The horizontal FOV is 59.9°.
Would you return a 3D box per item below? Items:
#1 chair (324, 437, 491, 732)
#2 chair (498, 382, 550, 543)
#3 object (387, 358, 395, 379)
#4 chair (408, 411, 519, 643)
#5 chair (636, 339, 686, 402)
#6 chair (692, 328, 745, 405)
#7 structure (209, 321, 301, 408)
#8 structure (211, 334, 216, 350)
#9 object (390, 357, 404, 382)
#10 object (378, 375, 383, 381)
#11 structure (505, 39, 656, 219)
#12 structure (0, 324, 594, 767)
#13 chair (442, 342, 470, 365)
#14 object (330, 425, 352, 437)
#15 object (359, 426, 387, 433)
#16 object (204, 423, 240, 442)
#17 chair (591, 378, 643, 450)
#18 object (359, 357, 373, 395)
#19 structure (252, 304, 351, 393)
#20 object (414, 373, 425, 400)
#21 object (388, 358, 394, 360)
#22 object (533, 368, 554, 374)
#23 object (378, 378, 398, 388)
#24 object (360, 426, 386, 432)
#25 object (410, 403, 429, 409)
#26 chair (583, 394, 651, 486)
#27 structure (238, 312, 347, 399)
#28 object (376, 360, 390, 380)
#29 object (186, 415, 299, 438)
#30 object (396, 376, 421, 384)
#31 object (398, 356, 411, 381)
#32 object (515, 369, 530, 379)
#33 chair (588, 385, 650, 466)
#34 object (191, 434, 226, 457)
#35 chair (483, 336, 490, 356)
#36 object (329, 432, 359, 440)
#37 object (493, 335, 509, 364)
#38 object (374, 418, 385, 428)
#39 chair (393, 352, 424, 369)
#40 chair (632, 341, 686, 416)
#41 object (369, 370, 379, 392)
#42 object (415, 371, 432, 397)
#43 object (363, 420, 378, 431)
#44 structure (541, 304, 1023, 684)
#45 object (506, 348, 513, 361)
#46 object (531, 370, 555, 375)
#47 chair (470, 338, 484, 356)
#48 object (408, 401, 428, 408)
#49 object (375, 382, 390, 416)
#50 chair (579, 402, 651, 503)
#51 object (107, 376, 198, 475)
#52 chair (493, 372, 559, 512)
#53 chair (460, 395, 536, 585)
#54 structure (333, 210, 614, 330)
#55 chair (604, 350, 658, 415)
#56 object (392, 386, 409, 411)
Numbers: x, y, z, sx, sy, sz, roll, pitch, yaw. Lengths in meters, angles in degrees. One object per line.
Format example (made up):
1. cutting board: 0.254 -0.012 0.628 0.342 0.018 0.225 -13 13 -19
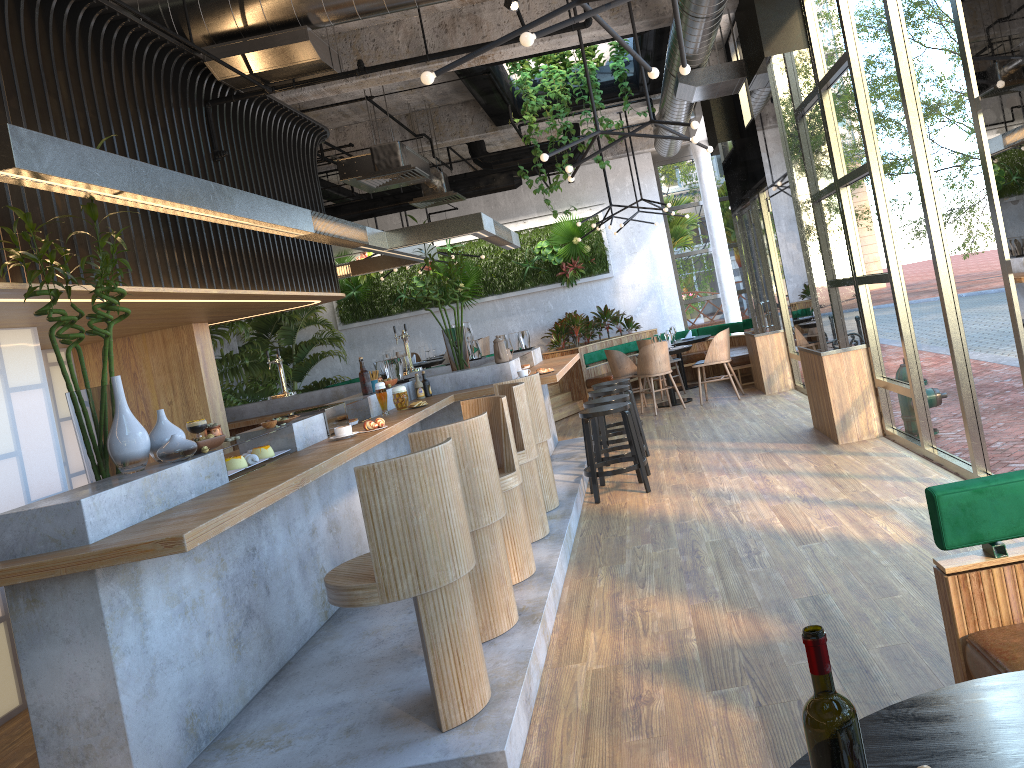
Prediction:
1. chair: -0.406 0.735 3.316 0.533 0.967 0.562 -11 1 16
2. chair: -0.098 0.518 5.691 0.576 0.967 0.520 -12 1 -34
3. object: -0.988 -0.108 7.440 0.100 0.209 0.111 -10 1 40
4. chair: -0.296 0.660 4.125 0.567 0.967 0.528 -11 1 -19
5. chair: 2.182 -0.244 13.201 0.588 0.922 0.471 -12 1 -40
6. chair: 2.674 -0.238 11.670 0.539 0.922 0.515 -11 1 20
7. structure: -3.852 -0.297 10.938 2.038 3.127 2.981 -11 2 18
8. structure: -4.261 -0.052 10.522 1.342 2.972 1.535 -11 1 14
9. object: -0.943 -0.108 7.317 0.111 0.209 0.100 -12 1 -40
10. object: -1.030 -0.023 7.046 0.162 0.106 0.085 -13 3 -39
11. structure: 0.404 -3.110 10.352 1.525 2.342 3.144 -10 3 42
12. structure: -2.556 0.713 6.397 5.805 1.727 7.198 -11 4 6
13. chair: -0.758 -0.101 12.406 0.473 0.922 0.586 -10 1 36
14. object: -0.962 0.270 4.962 0.136 0.064 0.108 -12 3 -15
15. object: -0.805 0.264 5.145 0.162 0.005 0.172 -10 4 18
16. object: -1.402 0.232 4.281 0.162 0.106 0.085 -13 3 -39
17. chair: 1.110 0.324 9.408 0.498 0.695 0.532 -11 2 19
18. object: -1.067 -0.060 6.412 0.071 0.276 0.079 -11 1 42
19. structure: -3.530 -0.510 14.676 1.897 3.250 1.627 -11 1 3
20. object: -0.750 0.018 7.142 0.073 0.209 0.067 -11 1 -27
21. object: -1.020 -0.110 7.562 0.111 0.209 0.100 -12 1 -40
22. object: 0.254 -0.110 7.335 0.162 0.052 0.154 -14 4 -40
23. object: -0.995 0.001 6.835 0.187 0.073 0.235 -9 4 26
24. object: -0.804 0.261 5.149 0.116 0.005 0.127 -7 5 45
25. object: -0.660 0.158 6.262 0.156 0.013 0.144 -13 4 -23
26. chair: 0.892 0.473 7.789 0.520 0.695 0.510 -11 1 -4
27. structure: -3.774 -0.542 14.290 1.409 3.354 2.090 -11 1 21
28. object: -1.057 -0.086 7.315 0.111 0.209 0.100 -12 1 -40
29. object: -1.335 0.188 4.534 0.207 0.134 0.820 -10 4 14
30. object: -0.944 -0.019 7.435 0.271 0.018 0.442 -11 4 7
31. object: -0.916 -0.129 7.546 0.111 0.209 0.100 -12 1 -40
32. object: 0.196 -0.101 7.194 0.173 0.073 0.439 -8 5 41
33. chair: 1.014 0.390 8.697 0.522 0.695 0.508 -11 1 -6
34. object: -1.389 0.271 3.908 0.187 0.073 0.235 -9 4 26
35. chair: -0.558 -0.302 14.861 0.553 0.922 0.502 -11 1 5
36. object: -0.936 0.294 4.960 0.160 0.020 0.161 -11 4 2
37. object: -0.099 -0.291 7.398 0.123 0.234 0.206 -12 2 -25
38. object: -0.772 0.227 5.155 0.061 0.059 0.074 -11 2 -3
39. chair: -1.432 0.019 12.575 0.512 0.922 0.542 -11 1 -14
40. chair: 1.906 -0.091 11.702 0.512 0.922 0.542 -11 1 -14
41. object: -1.029 -0.020 6.579 0.102 0.161 0.108 -10 2 40
42. object: -0.732 0.007 7.214 0.067 0.214 0.171 -11 2 32
43. object: -0.826 0.238 5.142 0.073 0.059 0.126 -12 3 -24
44. structure: -0.318 0.437 5.406 5.982 1.546 20.325 -11 4 8
45. object: -0.041 -0.258 7.597 0.098 0.119 0.089 -11 2 14
46. object: 0.260 -0.092 7.327 0.195 0.013 0.217 -8 5 42
47. chair: -0.627 -0.213 13.711 0.574 0.922 0.484 -11 1 -15
48. object: -0.665 0.144 6.261 0.092 0.041 0.149 -8 4 39
49. object: -0.889 0.102 6.096 0.071 0.232 0.079 -11 1 38
50. chair: 0.805 0.533 7.141 0.515 0.695 0.515 -11 1 1
51. object: -1.517 0.149 3.669 0.333 0.397 0.303 -12 2 -36
52. chair: 0.018 0.445 6.460 0.577 0.967 0.519 -12 1 -37
53. chair: -0.211 0.594 4.876 0.523 0.967 0.572 -10 1 29
54. structure: -0.772 -2.008 15.345 5.038 1.491 0.815 -11 1 1
55. chair: 1.616 -0.068 12.208 0.574 0.922 0.484 -11 1 -15
56. object: -0.795 0.100 6.313 0.111 0.171 0.137 -11 2 0
